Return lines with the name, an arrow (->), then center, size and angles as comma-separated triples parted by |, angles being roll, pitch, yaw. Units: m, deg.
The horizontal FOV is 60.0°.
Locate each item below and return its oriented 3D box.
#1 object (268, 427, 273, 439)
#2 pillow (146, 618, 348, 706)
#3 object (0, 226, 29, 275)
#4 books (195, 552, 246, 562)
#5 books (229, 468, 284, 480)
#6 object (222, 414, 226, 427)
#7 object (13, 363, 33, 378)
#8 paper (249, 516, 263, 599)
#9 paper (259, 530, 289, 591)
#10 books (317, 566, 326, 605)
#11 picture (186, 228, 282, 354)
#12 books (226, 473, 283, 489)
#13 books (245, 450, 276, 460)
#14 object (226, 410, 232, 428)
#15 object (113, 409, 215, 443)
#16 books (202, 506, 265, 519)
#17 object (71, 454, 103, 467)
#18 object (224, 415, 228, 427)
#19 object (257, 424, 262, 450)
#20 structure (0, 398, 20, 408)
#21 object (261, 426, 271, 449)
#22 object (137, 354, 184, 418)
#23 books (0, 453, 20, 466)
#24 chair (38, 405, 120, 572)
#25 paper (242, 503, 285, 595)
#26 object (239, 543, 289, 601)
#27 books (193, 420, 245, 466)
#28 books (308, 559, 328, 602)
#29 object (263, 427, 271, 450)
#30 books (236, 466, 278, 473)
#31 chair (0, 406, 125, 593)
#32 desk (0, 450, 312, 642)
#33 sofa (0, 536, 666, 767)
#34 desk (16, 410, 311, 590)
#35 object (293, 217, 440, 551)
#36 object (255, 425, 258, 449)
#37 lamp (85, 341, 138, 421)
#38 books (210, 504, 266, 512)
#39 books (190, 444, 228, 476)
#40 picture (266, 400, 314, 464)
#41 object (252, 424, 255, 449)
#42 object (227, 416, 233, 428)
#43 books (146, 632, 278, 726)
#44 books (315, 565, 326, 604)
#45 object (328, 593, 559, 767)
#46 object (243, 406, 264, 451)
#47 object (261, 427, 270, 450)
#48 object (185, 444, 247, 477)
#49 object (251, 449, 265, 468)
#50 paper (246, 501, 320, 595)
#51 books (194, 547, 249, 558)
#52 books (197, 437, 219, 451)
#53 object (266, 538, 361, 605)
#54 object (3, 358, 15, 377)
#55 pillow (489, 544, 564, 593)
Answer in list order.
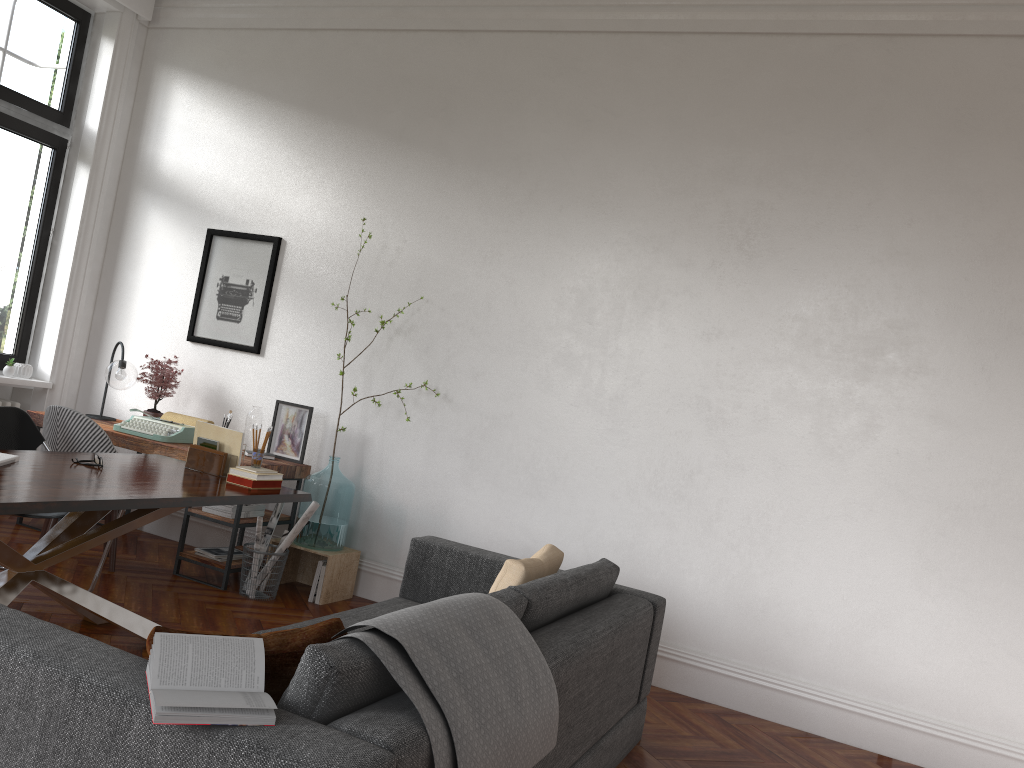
object -> -1.210, 0.301, 4.343 | 0.044, 0.194, 0.008 | 11, 0, -37
pillow -> -0.668, 0.728, 2.130 | 0.470, 0.396, 0.330 | 11, -1, -30
object -> -3.513, -0.584, 6.017 | 0.289, 1.053, 0.296 | 11, 0, 26
books -> -1.757, 1.037, 5.378 | 0.196, 0.014, 0.268 | 10, -2, 22
books -> -1.232, 0.434, 4.277 | 0.164, 0.028, 0.208 | 10, -2, 21
object -> -1.910, 0.301, 5.838 | 0.008, 0.207, 0.054 | 11, 0, -12
object -> -3.544, -0.097, 6.418 | 0.132, 0.097, 0.134 | 11, -1, -7
paper -> -1.466, 0.996, 5.079 | 0.074, 0.478, 0.033 | 11, 0, -30
paper -> -1.413, 1.053, 5.250 | 0.126, 0.388, 0.026 | 11, 0, -45
books -> -1.092, 1.196, 5.292 | 0.012, 0.232, 0.170 | 11, -1, 23
picture -> -1.939, -0.654, 6.184 | 0.633, 0.816, 0.050 | 10, 0, 23
books -> -1.237, 0.467, 4.267 | 0.159, 0.040, 0.216 | 10, -2, 25
books -> -1.610, 0.443, 5.592 | 0.214, 0.031, 0.129 | 12, -2, -30
object -> -1.883, 0.290, 5.847 | 0.023, 0.239, 0.028 | 11, 0, 20
object -> -2.255, 0.258, 5.682 | 0.534, 0.149, 0.485 | 10, -2, 21
books -> -1.677, 0.764, 5.348 | 0.225, 0.038, 0.309 | 10, -2, 22
object -> -1.874, 0.336, 3.941 | 0.133, 0.047, 0.114 | 11, -1, -14
object -> -1.902, 0.304, 5.847 | 0.008, 0.207, 0.054 | 11, 0, 10
object -> -1.245, 0.293, 4.345 | 0.008, 0.195, 0.032 | 11, 0, -23
structure -> -3.951, 0.439, 5.835 | 0.225, 0.778, 1.456 | 11, -1, 23
object -> -1.220, 0.299, 4.349 | 0.038, 0.195, 0.008 | 11, 0, -41
object -> -2.426, 0.046, 6.058 | 0.290, 0.529, 0.308 | 11, -1, -22
books -> -2.121, 0.291, 3.507 | 0.231, 0.026, 0.325 | 11, -2, -12
chair -> -2.482, 0.592, 5.163 | 0.715, 0.899, 0.548 | 11, -1, 15
paper -> -1.459, 0.927, 5.259 | 0.047, 0.626, 0.294 | 11, -1, 16
object -> -1.456, 1.103, 5.156 | 0.261, 0.305, 0.260 | 11, -1, -13
books -> -1.489, 0.327, 4.480 | 0.309, 0.239, 0.043 | 10, 0, 23
books -> -1.126, 1.177, 5.316 | 0.054, 0.257, 0.188 | 11, -1, 24
object -> -1.203, 0.301, 4.319 | 0.036, 0.195, 0.008 | 11, 0, 35
books -> -1.234, 0.414, 4.292 | 0.128, 0.008, 0.159 | 10, -2, 24
chair -> -2.443, 0.583, 4.306 | 0.744, 0.872, 0.754 | 10, -1, 23
desk -> -1.928, 0.719, 3.521 | 1.028, 0.751, 2.230 | 10, -1, 23
sofa -> -0.412, 1.001, 3.021 | 1.260, 0.828, 2.649 | 10, -1, 23
desk -> -2.288, 0.719, 5.715 | 1.795, 0.757, 0.648 | 10, -1, 23
object -> -0.828, 0.018, 5.459 | 0.807, 2.058, 0.354 | 11, 0, 4
object -> -1.241, 0.295, 4.299 | 0.008, 0.193, 0.049 | 11, 0, 27
lamp -> -2.707, -0.018, 6.028 | 0.208, 0.550, 0.441 | 11, -1, -44
books -> -1.674, 0.729, 5.359 | 0.225, 0.038, 0.309 | 10, -2, 23
books -> -1.512, 0.378, 4.389 | 0.221, 0.124, 0.029 | 10, -1, 23
picture -> -1.432, 0.307, 5.708 | 0.282, 0.369, 0.023 | 10, 0, 23
object -> -1.257, 0.292, 4.320 | 0.049, 0.193, 0.008 | 11, 0, -8
object -> -1.881, 0.306, 5.834 | 0.054, 0.207, 0.008 | 11, 0, 6
books -> -0.613, 0.593, 1.810 | 0.225, 0.096, 0.278 | 11, -2, -25
books -> -1.104, 1.194, 5.297 | 0.012, 0.232, 0.170 | 11, -1, 23
object -> -0.153, 0.787, 2.281 | 0.399, 0.387, 0.753 | 10, -1, 23
object -> -1.678, 0.296, 5.743 | 0.112, 0.302, 0.111 | 11, -1, -31
object -> -1.208, 0.301, 4.306 | 0.008, 0.193, 0.049 | 11, 0, -43
object -> -1.483, 0.361, 4.439 | 0.228, 0.166, 0.150 | 10, -1, 23
object -> -1.242, 0.363, 4.324 | 0.058, 0.091, 0.058 | 11, -1, 10
paper -> -1.322, 0.948, 5.112 | 0.330, 0.609, 0.047 | 11, 0, 3
books -> -1.754, 1.021, 5.378 | 0.196, 0.014, 0.268 | 10, -2, 34
books -> -1.529, 0.353, 4.448 | 0.128, 0.157, 0.041 | 10, 0, 23
object -> -1.231, 1.145, 5.450 | 0.434, 0.316, 0.342 | 10, -1, 23
object -> -3.530, -0.118, 6.227 | 0.072, 0.134, 0.072 | 11, -1, -42
pillow -> 0.009, 0.866, 3.524 | 0.225, 0.460, 0.487 | 11, -1, 23
